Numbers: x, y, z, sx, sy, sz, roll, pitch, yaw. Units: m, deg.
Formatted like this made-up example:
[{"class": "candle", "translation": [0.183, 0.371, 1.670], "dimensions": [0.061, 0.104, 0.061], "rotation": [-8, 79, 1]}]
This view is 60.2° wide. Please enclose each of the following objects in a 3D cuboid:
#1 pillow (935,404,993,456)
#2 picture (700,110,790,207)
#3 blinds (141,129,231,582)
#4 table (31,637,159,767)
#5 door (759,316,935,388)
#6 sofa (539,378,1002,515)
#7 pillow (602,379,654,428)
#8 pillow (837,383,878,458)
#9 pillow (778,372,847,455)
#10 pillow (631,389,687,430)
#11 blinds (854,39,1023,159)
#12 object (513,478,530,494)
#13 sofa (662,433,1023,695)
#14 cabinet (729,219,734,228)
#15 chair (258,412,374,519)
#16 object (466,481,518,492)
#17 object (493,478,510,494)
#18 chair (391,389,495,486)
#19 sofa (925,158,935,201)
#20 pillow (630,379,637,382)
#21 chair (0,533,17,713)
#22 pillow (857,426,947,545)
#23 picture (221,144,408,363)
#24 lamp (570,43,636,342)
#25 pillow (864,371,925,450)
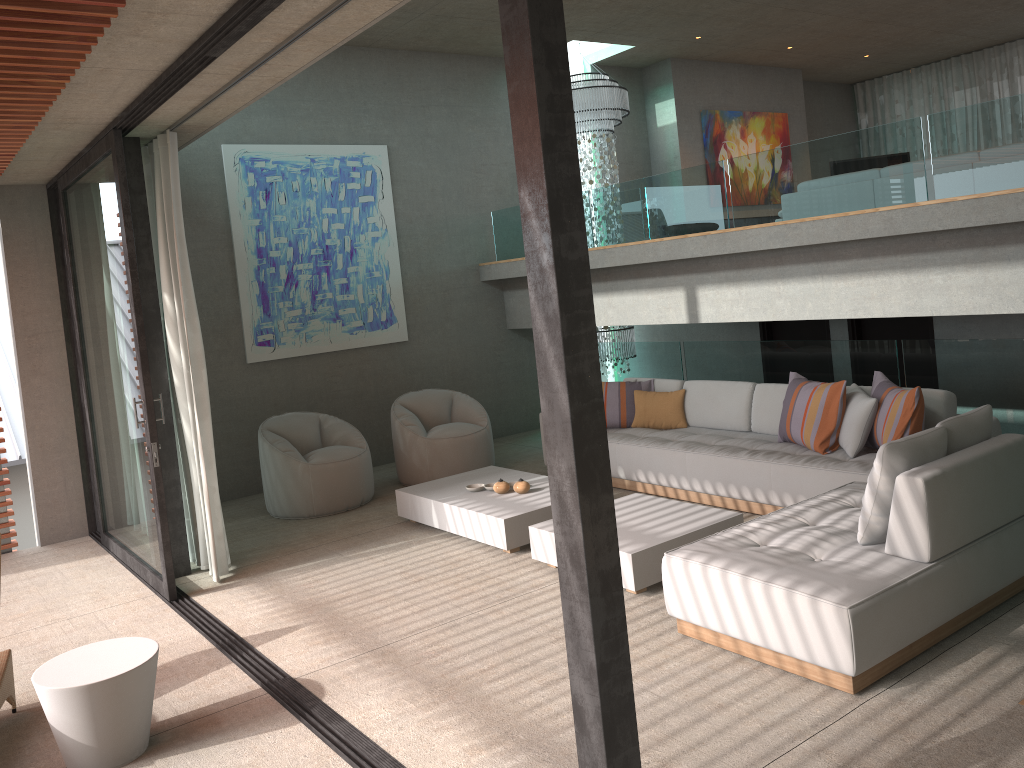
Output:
[{"class": "pillow", "translation": [2.173, 0.381, 4.315], "dimensions": [0.495, 0.496, 0.238], "rotation": [-9, 4, -35]}, {"class": "picture", "translation": [3.193, -3.022, 11.841], "dimensions": [1.761, 1.246, 0.030], "rotation": [-10, 4, -36]}, {"class": "blinds", "translation": [-2.696, -0.221, 6.653], "dimensions": [0.224, 2.914, 2.422], "rotation": [-7, 4, -36]}, {"class": "table", "translation": [-1.679, 1.328, 3.626], "dimensions": [0.474, 0.392, 0.478], "rotation": [-3, 6, 36]}, {"class": "door", "translation": [1.845, 0.668, 1.225], "dimensions": [5.758, 4.457, 15.447], "rotation": [-4, 7, 27]}, {"class": "sofa", "translation": [1.662, 0.405, 6.646], "dimensions": [1.055, 0.750, 3.457], "rotation": [-10, 7, -35]}, {"class": "pillow", "translation": [0.928, 0.173, 7.611], "dimensions": [0.654, 0.441, 0.342], "rotation": [-5, 4, 8]}, {"class": "pillow", "translation": [2.263, 0.233, 5.854], "dimensions": [0.238, 0.404, 0.598], "rotation": [-6, 5, 8]}, {"class": "pillow", "translation": [2.049, 0.200, 6.099], "dimensions": [0.311, 0.492, 0.739], "rotation": [-7, 5, -12]}, {"class": "pillow", "translation": [1.234, 0.212, 7.403], "dimensions": [0.462, 0.323, 0.227], "rotation": [-4, 4, 17]}, {"class": "blinds", "translation": [6.704, -3.379, 12.654], "dimensions": [0.224, 2.719, 3.845], "rotation": [-7, 5, -35]}, {"class": "object", "translation": [0.068, 0.715, 6.216], "dimensions": [0.119, 0.105, 0.120], "rotation": [-6, 5, -1]}, {"class": "sofa", "translation": [1.618, 0.705, 4.206], "dimensions": [1.605, 0.730, 1.012], "rotation": [-10, 6, -35]}, {"class": "cabinet", "translation": [3.113, -2.030, 12.134], "dimensions": [2.485, 0.452, 0.414], "rotation": [-11, 6, -35]}, {"class": "chair", "translation": [-1.673, 0.650, 7.568], "dimensions": [0.927, 0.785, 0.920], "rotation": [-9, 5, -31]}, {"class": "object", "translation": [-0.121, 0.748, 6.399], "dimensions": [0.436, 0.039, 0.156], "rotation": [-5, 6, 10]}, {"class": "object", "translation": [-0.075, 0.723, 6.274], "dimensions": [0.120, 0.105, 0.119], "rotation": [-9, 5, -31]}, {"class": "chair", "translation": [-0.644, 0.467, 8.199], "dimensions": [0.924, 0.785, 0.923], "rotation": [-7, 5, -11]}, {"class": "sofa", "translation": [3.938, -1.589, 7.906], "dimensions": [0.980, 0.861, 3.245], "rotation": [-9, 7, -35]}, {"class": "pillow", "translation": [0.868, 0.200, 7.799], "dimensions": [0.618, 0.419, 0.312], "rotation": [-6, 4, 1]}, {"class": "chair", "translation": [-2.323, 1.243, 3.062], "dimensions": [0.702, 0.824, 2.299], "rotation": [-7, 6, -20]}, {"class": "pillow", "translation": [1.785, 0.465, 4.036], "dimensions": [0.495, 0.482, 0.265], "rotation": [-9, 4, -35]}, {"class": "picture", "translation": [-1.896, -1.340, 8.746], "dimensions": [1.730, 2.043, 0.030], "rotation": [-9, 3, -36]}, {"class": "lamp", "translation": [0.998, -2.047, 10.422], "dimensions": [0.996, 3.927, 1.006], "rotation": [-5, 3, 35]}, {"class": "pillow", "translation": [2.422, 0.206, 5.604], "dimensions": [0.279, 0.502, 0.701], "rotation": [-6, 5, 8]}]
